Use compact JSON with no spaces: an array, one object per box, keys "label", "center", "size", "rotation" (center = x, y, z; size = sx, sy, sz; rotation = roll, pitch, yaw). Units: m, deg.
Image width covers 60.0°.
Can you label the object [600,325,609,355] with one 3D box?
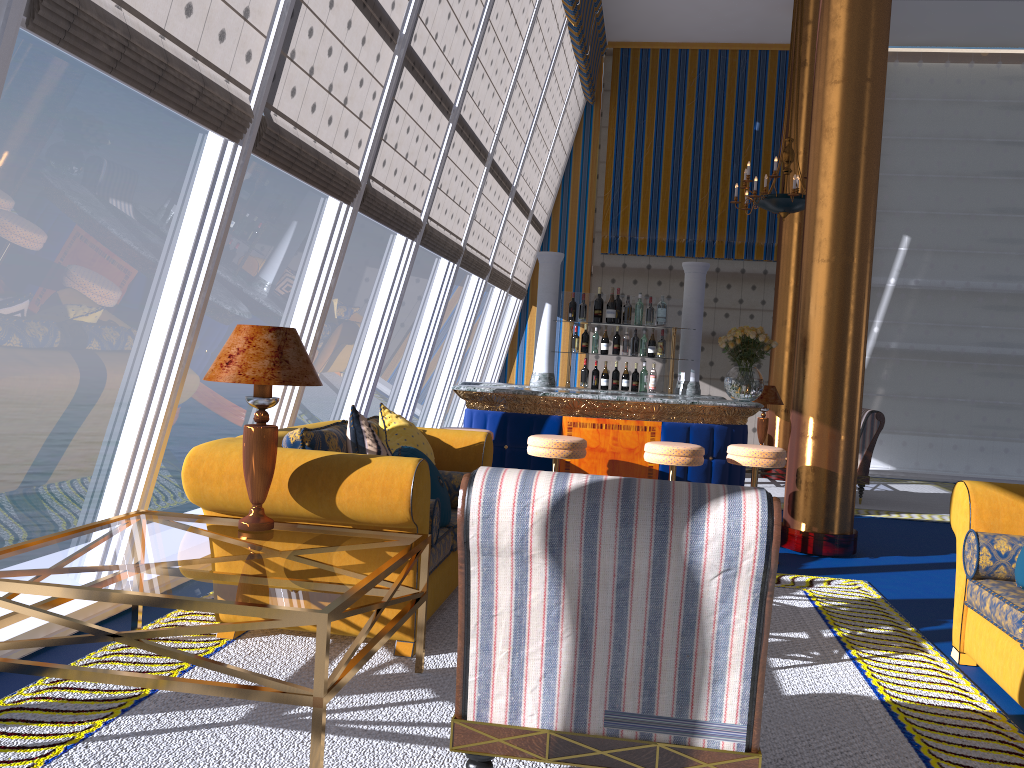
[{"label":"object","center":[0.780,-0.368,7.427],"size":[0.069,0.244,0.068],"rotation":[3,2,-11]}]

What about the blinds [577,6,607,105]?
[{"label":"blinds","center":[1.053,-4.363,11.904],"size":[0.337,0.830,1.528],"rotation":[4,2,9]}]

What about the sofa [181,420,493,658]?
[{"label":"sofa","center":[-0.750,0.668,4.466],"size":[0.998,0.854,1.851],"rotation":[4,2,8]}]

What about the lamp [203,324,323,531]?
[{"label":"lamp","center":[-0.970,0.169,3.438],"size":[0.443,0.783,0.450],"rotation":[4,2,23]}]

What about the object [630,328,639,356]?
[{"label":"object","center":[1.033,-0.350,7.446],"size":[0.072,0.232,0.071],"rotation":[3,2,-13]}]

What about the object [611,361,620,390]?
[{"label":"object","center":[0.872,-0.069,7.451],"size":[0.066,0.244,0.065],"rotation":[3,2,-11]}]

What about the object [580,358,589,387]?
[{"label":"object","center":[0.612,-0.098,7.444],"size":[0.071,0.242,0.071],"rotation":[3,2,-10]}]

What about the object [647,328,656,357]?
[{"label":"object","center":[1.177,-0.346,7.450],"size":[0.069,0.244,0.068],"rotation":[3,2,-11]}]

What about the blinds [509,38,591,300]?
[{"label":"blinds","center":[0.571,-2.865,12.092],"size":[0.872,3.395,1.369],"rotation":[4,2,8]}]

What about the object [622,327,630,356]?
[{"label":"object","center":[0.955,-0.359,7.424],"size":[0.057,0.239,0.056],"rotation":[3,2,-17]}]

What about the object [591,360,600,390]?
[{"label":"object","center":[0.704,-0.076,7.468],"size":[0.065,0.244,0.066],"rotation":[4,2,12]}]

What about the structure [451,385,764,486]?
[{"label":"structure","center":[0.678,0.603,6.541],"size":[2.314,1.065,0.768],"rotation":[3,2,-3]}]

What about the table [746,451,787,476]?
[{"label":"table","center":[3.120,0.996,10.287],"size":[0.972,0.369,0.909],"rotation":[4,2,8]}]

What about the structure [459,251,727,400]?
[{"label":"structure","center":[0.701,0.010,7.607],"size":[2.312,2.196,0.768],"rotation":[3,2,-1]}]

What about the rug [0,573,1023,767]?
[{"label":"rug","center":[0.017,1.190,2.749],"size":[3.582,0.010,6.272],"rotation":[4,1,8]}]

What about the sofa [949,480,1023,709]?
[{"label":"sofa","center":[2.426,0.899,3.356],"size":[1.008,0.854,1.853],"rotation":[4,2,10]}]

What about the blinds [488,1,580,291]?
[{"label":"blinds","center":[0.347,-2.841,10.621],"size":[0.872,3.395,1.369],"rotation":[4,2,8]}]

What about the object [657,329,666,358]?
[{"label":"object","center":[1.258,-0.341,7.443],"size":[0.071,0.244,0.072],"rotation":[4,2,29]}]

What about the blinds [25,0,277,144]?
[{"label":"blinds","center":[-0.790,-2.718,3.151],"size":[0.872,3.395,1.369],"rotation":[4,2,8]}]

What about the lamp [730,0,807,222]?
[{"label":"lamp","center":[2.936,-2.920,9.312],"size":[1.065,2.422,1.053],"rotation":[3,2,-15]}]

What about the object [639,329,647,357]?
[{"label":"object","center":[1.107,-0.346,7.458],"size":[0.059,0.230,0.058],"rotation":[2,2,-33]}]

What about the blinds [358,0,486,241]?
[{"label":"blinds","center":[-0.339,-2.767,6.116],"size":[0.872,3.395,1.369],"rotation":[4,2,8]}]

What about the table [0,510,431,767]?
[{"label":"table","center":[-1.033,0.842,3.035],"size":[1.234,0.550,1.154],"rotation":[4,2,8]}]

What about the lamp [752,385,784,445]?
[{"label":"lamp","center":[2.968,0.405,10.474],"size":[0.447,0.783,0.445],"rotation":[3,2,-7]}]

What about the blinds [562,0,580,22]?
[{"label":"blinds","center":[0.588,-4.312,8.849],"size":[0.337,0.830,1.528],"rotation":[4,2,9]}]

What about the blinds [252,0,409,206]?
[{"label":"blinds","center":[-0.565,-2.742,4.630],"size":[0.872,3.395,1.369],"rotation":[4,2,8]}]

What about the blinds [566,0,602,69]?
[{"label":"blinds","center":[0.820,-4.337,10.374],"size":[0.337,0.830,1.528],"rotation":[4,2,9]}]

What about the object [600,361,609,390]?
[{"label":"object","center":[0.783,-0.071,7.459],"size":[0.069,0.244,0.068],"rotation":[3,2,-11]}]

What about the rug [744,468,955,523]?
[{"label":"rug","center":[2.449,1.143,10.263],"size":[6.240,0.011,3.602],"rotation":[4,1,7]}]

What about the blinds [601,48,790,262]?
[{"label":"blinds","center":[2.665,-3.255,12.449],"size":[2.653,2.991,0.152],"rotation":[4,2,7]}]

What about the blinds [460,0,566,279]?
[{"label":"blinds","center":[0.114,-2.815,9.091],"size":[0.872,3.395,1.369],"rotation":[4,2,8]}]

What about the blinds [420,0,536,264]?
[{"label":"blinds","center":[-0.108,-2.791,7.633],"size":[0.872,3.395,1.369],"rotation":[4,2,8]}]

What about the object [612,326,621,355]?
[{"label":"object","center":[0.878,-0.366,7.431],"size":[0.066,0.244,0.065],"rotation":[3,2,-11]}]
